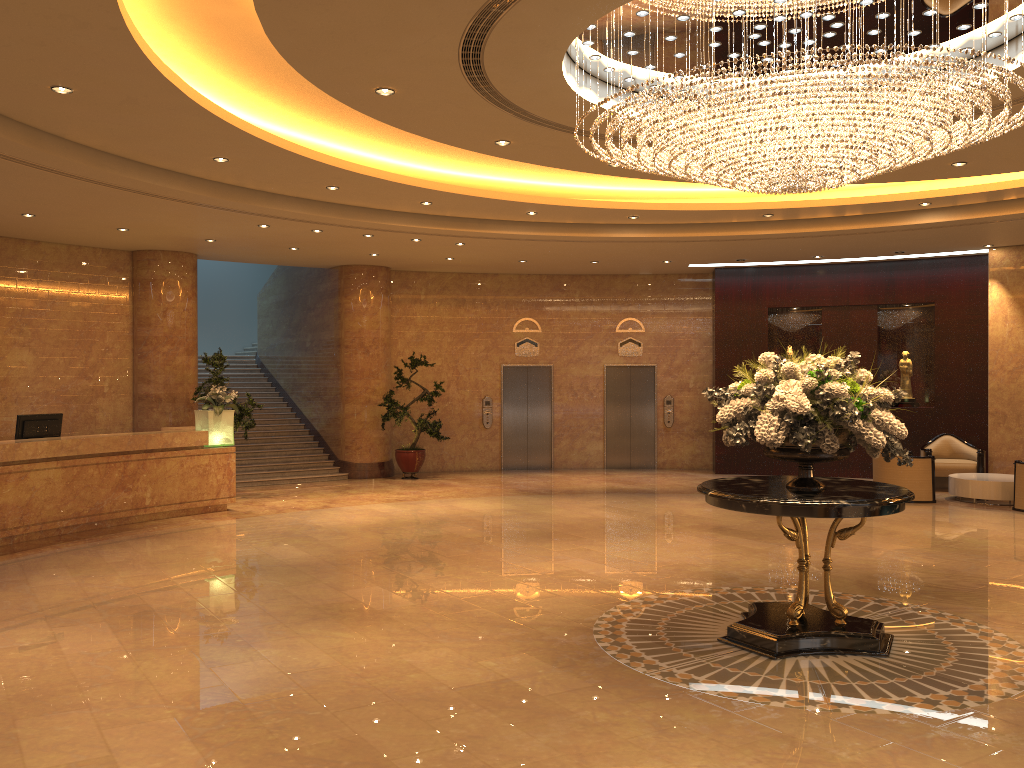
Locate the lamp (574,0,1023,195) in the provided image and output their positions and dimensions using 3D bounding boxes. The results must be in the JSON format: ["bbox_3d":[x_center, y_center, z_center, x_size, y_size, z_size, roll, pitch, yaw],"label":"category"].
[{"bbox_3d":[2.059,-2.003,6.446,3.204,1.196,3.206,0,0,4],"label":"lamp"}]

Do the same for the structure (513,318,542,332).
[{"bbox_3d":[0.307,-1.200,18.022,0.600,0.293,0.010,0,0,-9],"label":"structure"}]

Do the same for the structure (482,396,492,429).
[{"bbox_3d":[-0.493,0.571,17.870,0.200,0.661,0.053,0,0,-12],"label":"structure"}]

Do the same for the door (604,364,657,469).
[{"bbox_3d":[2.426,0.667,18.197,1.070,2.149,0.150,0,0,3],"label":"door"}]

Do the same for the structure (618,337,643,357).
[{"bbox_3d":[2.422,-0.760,18.135,0.504,0.405,0.012,0,0,2],"label":"structure"}]

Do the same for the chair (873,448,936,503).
[{"bbox_3d":[5.940,1.308,13.588,0.769,0.916,0.951,0,0,2],"label":"chair"}]

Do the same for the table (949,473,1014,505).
[{"bbox_3d":[7.265,1.586,13.404,1.196,0.354,1.196,0,0,-7],"label":"table"}]

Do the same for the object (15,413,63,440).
[{"bbox_3d":[-5.878,0.622,11.021,0.531,0.500,0.430,0,1,-26],"label":"object"}]

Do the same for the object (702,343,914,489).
[{"bbox_3d":[2.084,0.244,6.385,1.318,0.999,1.277,0,0,-3],"label":"object"}]

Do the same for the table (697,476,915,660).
[{"bbox_3d":[2.101,1.286,6.427,1.493,1.089,1.493,-1,1,-40],"label":"table"}]

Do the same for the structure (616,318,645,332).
[{"bbox_3d":[2.419,-1.207,18.130,0.600,0.293,0.010,0,0,2],"label":"structure"}]

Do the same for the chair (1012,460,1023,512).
[{"bbox_3d":[7.558,1.314,12.259,0.951,0.916,0.769,0,0,-18],"label":"chair"}]

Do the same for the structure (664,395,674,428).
[{"bbox_3d":[3.195,0.559,18.068,0.200,0.661,0.053,0,0,6],"label":"structure"}]

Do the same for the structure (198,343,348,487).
[{"bbox_3d":[-6.013,-1.024,18.559,9.849,5.560,7.472,0,1,-33],"label":"structure"}]

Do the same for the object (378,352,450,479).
[{"bbox_3d":[-1.836,0.583,16.419,1.250,2.363,0.843,0,0,-12],"label":"object"}]

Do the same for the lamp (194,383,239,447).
[{"bbox_3d":[-4.202,0.424,12.688,0.532,0.897,0.606,0,1,36],"label":"lamp"}]

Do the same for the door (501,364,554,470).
[{"bbox_3d":[0.304,0.672,18.079,1.070,2.145,0.150,0,0,-8],"label":"door"}]

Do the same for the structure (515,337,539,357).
[{"bbox_3d":[0.308,-0.753,18.027,0.504,0.405,0.012,0,0,-9],"label":"structure"}]

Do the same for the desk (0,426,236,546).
[{"bbox_3d":[-5.787,1.275,7.024,3.466,1.155,12.951,0,0,1],"label":"desk"}]

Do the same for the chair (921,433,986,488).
[{"bbox_3d":[7.244,1.296,14.639,0.951,0.916,0.769,0,0,17],"label":"chair"}]

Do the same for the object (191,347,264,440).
[{"bbox_3d":[-4.616,0.610,14.073,1.250,2.363,0.843,0,1,37],"label":"object"}]
